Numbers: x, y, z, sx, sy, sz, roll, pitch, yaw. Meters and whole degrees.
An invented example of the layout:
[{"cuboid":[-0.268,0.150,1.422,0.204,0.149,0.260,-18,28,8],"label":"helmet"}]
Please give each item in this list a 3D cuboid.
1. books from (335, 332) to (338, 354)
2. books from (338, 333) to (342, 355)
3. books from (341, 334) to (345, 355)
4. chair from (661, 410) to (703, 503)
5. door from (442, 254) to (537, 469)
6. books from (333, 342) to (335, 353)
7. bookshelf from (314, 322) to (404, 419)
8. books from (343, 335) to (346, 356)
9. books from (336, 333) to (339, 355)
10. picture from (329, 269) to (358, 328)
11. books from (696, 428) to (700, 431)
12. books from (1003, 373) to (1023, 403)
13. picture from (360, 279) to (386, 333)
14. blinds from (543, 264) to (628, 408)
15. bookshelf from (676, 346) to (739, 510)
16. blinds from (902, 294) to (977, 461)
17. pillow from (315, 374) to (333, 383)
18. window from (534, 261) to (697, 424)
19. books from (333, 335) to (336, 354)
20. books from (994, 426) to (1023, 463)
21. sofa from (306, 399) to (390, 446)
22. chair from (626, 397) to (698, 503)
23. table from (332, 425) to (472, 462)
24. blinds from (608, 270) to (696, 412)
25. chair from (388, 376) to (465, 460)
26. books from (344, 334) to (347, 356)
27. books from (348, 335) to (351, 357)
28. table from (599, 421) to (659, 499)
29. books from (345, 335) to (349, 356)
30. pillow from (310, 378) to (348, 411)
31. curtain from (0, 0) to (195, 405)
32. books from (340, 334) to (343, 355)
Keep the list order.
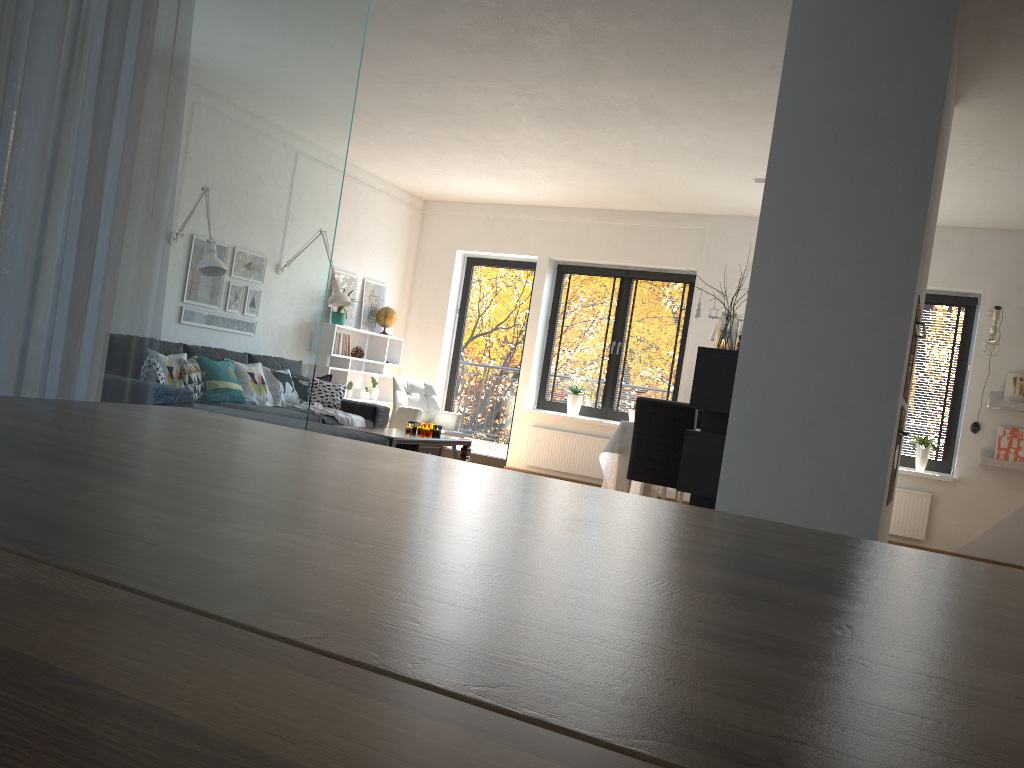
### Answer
[{"cuboid":[-1.712,-0.391,8.382,0.129,0.209,0.035,9,0,26],"label":"books"},{"cuboid":[-1.688,-0.387,8.425,0.133,0.210,0.044,9,0,26],"label":"books"},{"cuboid":[-1.668,-0.383,8.478,0.132,0.209,0.044,9,0,25],"label":"books"},{"cuboid":[1.588,0.682,7.514,0.461,0.960,0.545,9,0,26],"label":"chair"},{"cuboid":[-0.242,-0.243,9.544,0.975,2.275,0.120,9,0,25],"label":"door"},{"cuboid":[-1.729,-0.392,8.347,0.129,0.205,0.043,9,0,25],"label":"books"},{"cuboid":[-1.578,0.065,8.826,0.237,1.200,1.190,9,0,26],"label":"bookshelf"},{"cuboid":[-1.660,-0.379,8.498,0.131,0.204,0.035,9,0,26],"label":"books"},{"cuboid":[-1.704,-0.388,8.403,0.136,0.209,0.044,9,0,26],"label":"books"},{"cuboid":[-1.646,-0.824,8.666,0.059,0.532,0.390,9,0,26],"label":"picture"},{"cuboid":[1.507,0.371,6.988,0.204,0.022,0.278,9,-1,-38],"label":"books"},{"cuboid":[4.175,0.074,7.144,0.364,0.299,0.109,9,0,25],"label":"books"},{"cuboid":[-1.429,-0.787,9.126,0.059,0.532,0.390,9,0,26],"label":"picture"},{"cuboid":[0.739,-0.490,9.055,0.710,1.422,0.049,9,0,25],"label":"blinds"},{"cuboid":[1.155,0.472,4.711,0.237,1.200,1.190,9,0,26],"label":"bookshelf"},{"cuboid":[3.537,-0.077,7.707,0.710,1.422,0.049,9,0,25],"label":"blinds"},{"cuboid":[-1.772,0.066,7.643,0.450,0.358,0.234,9,0,-38],"label":"pillow"},{"cuboid":[6.314,2.697,19.290,21.852,18.372,12.958,9,0,-34],"label":"window"},{"cuboid":[-1.721,-0.390,8.368,0.136,0.210,0.033,9,0,26],"label":"books"},{"cuboid":[4.060,0.515,7.162,0.283,0.330,0.138,9,0,23],"label":"books"},{"cuboid":[-1.585,0.250,6.558,2.161,0.848,2.510,8,0,26],"label":"sofa"},{"cuboid":[1.168,0.611,6.625,0.461,0.960,0.545,9,0,31],"label":"chair"},{"cuboid":[-0.847,0.574,6.755,0.569,0.409,1.180,9,0,26],"label":"table"},{"cuboid":[1.383,-0.395,8.745,0.710,1.422,0.049,9,0,25],"label":"blinds"},{"cuboid":[-0.843,0.386,8.415,0.545,0.832,0.684,9,0,-40],"label":"chair"},{"cuboid":[-1.651,-0.380,8.519,0.133,0.208,0.044,9,0,26],"label":"books"},{"cuboid":[-1.619,-0.374,8.579,0.132,0.204,0.070,9,0,26],"label":"books"},{"cuboid":[1.704,0.795,6.947,1.855,0.763,1.236,8,0,26],"label":"table"},{"cuboid":[-1.636,-0.377,8.552,0.128,0.211,0.061,9,0,26],"label":"books"},{"cuboid":[-1.590,0.110,7.617,0.358,0.312,0.169,9,0,-24],"label":"pillow"},{"cuboid":[-1.419,-0.779,1.945,0.154,2.733,1.810,9,0,28],"label":"curtain"},{"cuboid":[-1.681,-0.385,8.453,0.135,0.208,0.048,9,0,26],"label":"books"}]
